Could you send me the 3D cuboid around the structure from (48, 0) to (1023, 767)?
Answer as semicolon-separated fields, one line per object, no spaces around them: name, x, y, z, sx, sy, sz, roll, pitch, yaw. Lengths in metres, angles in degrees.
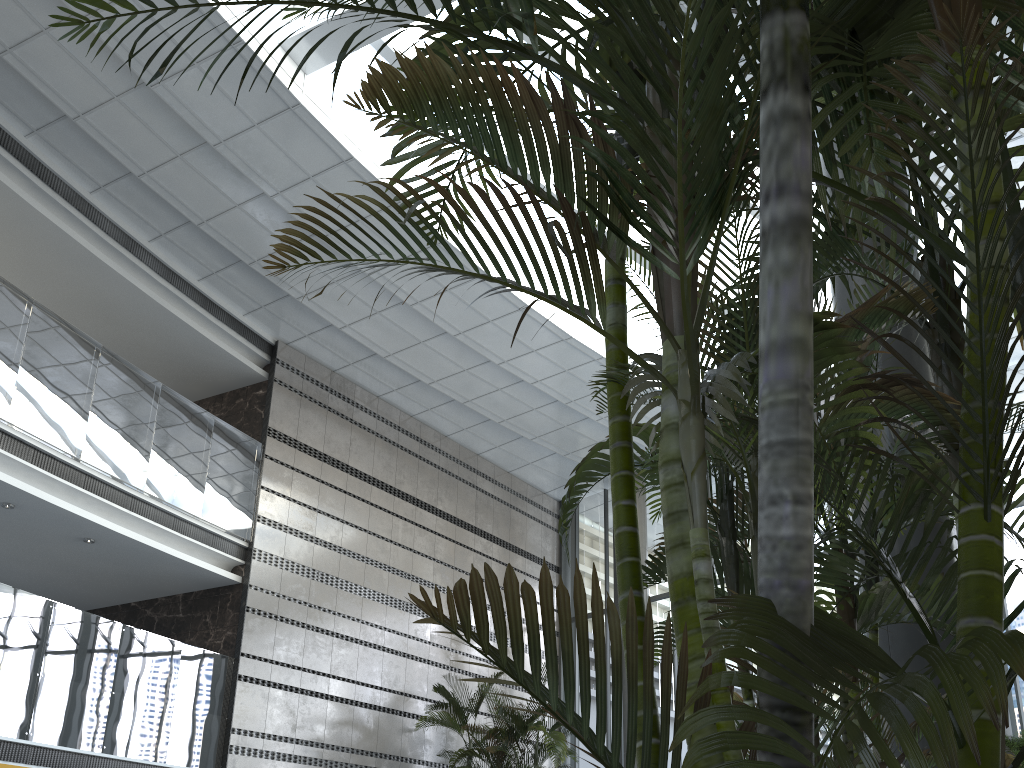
structure;0.346;-0.177;1.433;2.428;4.229;2.795;-8;-24;21

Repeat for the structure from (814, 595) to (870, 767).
structure;2.306;2.879;5.473;1.410;3.142;1.341;-9;-23;26

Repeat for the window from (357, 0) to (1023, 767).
window;-0.546;0.658;7.531;19.632;9.129;14.289;20;-33;-31

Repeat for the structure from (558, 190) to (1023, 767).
structure;1.102;1.182;2.883;1.645;3.386;2.253;-9;-25;24

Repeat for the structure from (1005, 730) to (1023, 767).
structure;4.357;4.606;7.908;3.350;2.683;3.960;18;-32;-31

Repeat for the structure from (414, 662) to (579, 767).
structure;-0.181;6.145;12.009;2.610;4.229;2.606;20;-29;-38
